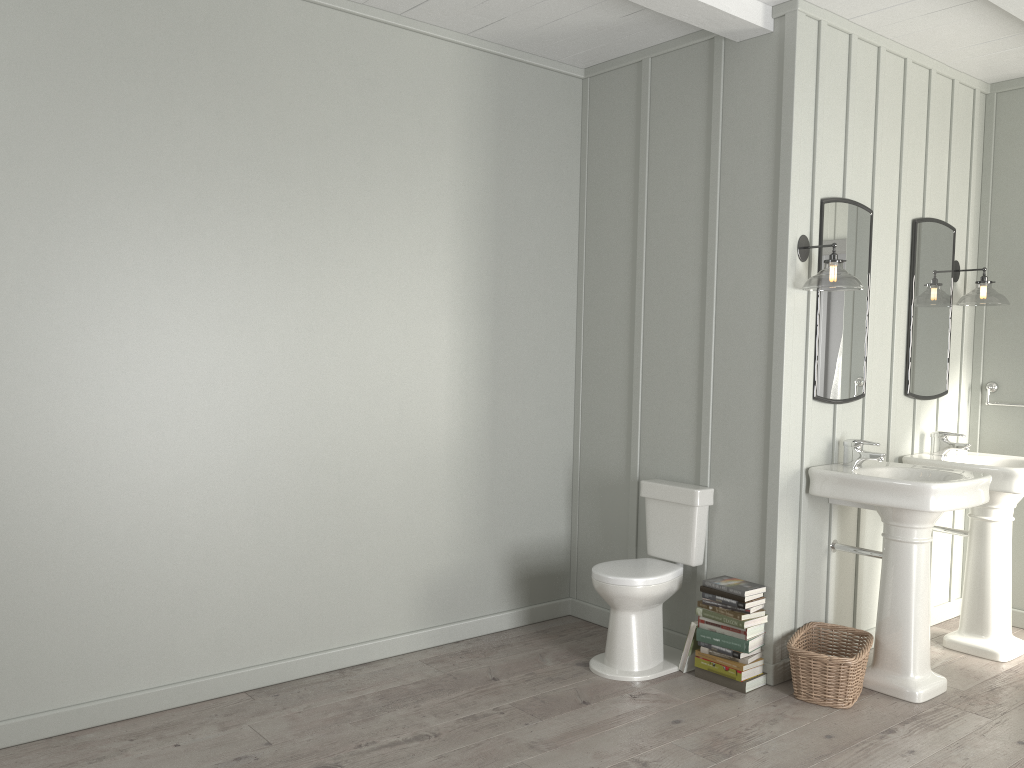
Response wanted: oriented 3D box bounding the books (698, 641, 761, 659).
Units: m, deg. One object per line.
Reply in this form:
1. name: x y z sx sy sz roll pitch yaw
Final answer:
1. books: 0.909 1.094 3.694 0.144 0.024 0.214 -1 3 -39

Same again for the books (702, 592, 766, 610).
1. books: 0.922 0.888 3.672 0.144 0.024 0.214 -1 3 -40

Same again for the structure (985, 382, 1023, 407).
1. structure: 2.655 0.063 4.364 0.053 0.123 0.623 -1 3 -40

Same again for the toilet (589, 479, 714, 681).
1. toilet: 0.582 0.841 3.861 0.506 0.788 0.343 -1 4 -39

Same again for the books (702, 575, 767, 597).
1. books: 0.923 0.838 3.669 0.144 0.024 0.214 -1 3 -38

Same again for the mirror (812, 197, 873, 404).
1. mirror: 1.434 -0.354 3.820 0.409 0.885 0.015 -1 4 -39

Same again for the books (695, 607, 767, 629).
1. books: 0.916 0.962 3.687 0.164 0.032 0.243 -1 3 -39

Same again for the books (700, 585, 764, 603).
1. books: 0.915 0.862 3.679 0.144 0.024 0.214 -1 3 -43

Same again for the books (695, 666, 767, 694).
1. books: 0.917 1.220 3.706 0.158 0.049 0.247 -1 3 -42

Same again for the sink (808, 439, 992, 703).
1. sink: 1.598 0.751 3.676 0.550 1.014 0.586 -1 4 -39

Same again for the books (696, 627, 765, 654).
1. books: 0.913 1.056 3.695 0.236 0.053 0.153 3 3 41

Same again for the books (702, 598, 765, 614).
1. books: 0.924 0.911 3.686 0.214 0.025 0.144 3 3 40

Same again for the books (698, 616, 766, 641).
1. books: 0.918 1.004 3.694 0.150 0.052 0.231 -1 3 -44

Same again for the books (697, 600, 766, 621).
1. books: 0.914 0.935 3.686 0.144 0.024 0.240 0 3 -34

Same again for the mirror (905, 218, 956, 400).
1. mirror: 2.049 -0.362 4.314 0.409 0.885 0.015 -1 4 -39

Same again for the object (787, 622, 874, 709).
1. object: 1.298 1.147 3.608 0.301 0.221 0.450 3 3 32

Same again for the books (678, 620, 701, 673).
1. books: 0.810 1.126 3.818 0.164 0.235 0.094 -1 4 -39

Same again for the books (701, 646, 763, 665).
1. books: 0.920 1.119 3.698 0.214 0.025 0.144 3 3 41

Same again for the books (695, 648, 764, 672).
1. books: 0.910 1.143 3.698 0.143 0.024 0.240 -1 3 -39

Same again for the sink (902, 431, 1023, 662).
1. sink: 2.209 0.743 4.167 0.550 1.014 0.586 -1 4 -39

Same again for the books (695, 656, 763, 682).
1. books: 0.907 1.175 3.698 0.156 0.041 0.230 -1 3 -41
